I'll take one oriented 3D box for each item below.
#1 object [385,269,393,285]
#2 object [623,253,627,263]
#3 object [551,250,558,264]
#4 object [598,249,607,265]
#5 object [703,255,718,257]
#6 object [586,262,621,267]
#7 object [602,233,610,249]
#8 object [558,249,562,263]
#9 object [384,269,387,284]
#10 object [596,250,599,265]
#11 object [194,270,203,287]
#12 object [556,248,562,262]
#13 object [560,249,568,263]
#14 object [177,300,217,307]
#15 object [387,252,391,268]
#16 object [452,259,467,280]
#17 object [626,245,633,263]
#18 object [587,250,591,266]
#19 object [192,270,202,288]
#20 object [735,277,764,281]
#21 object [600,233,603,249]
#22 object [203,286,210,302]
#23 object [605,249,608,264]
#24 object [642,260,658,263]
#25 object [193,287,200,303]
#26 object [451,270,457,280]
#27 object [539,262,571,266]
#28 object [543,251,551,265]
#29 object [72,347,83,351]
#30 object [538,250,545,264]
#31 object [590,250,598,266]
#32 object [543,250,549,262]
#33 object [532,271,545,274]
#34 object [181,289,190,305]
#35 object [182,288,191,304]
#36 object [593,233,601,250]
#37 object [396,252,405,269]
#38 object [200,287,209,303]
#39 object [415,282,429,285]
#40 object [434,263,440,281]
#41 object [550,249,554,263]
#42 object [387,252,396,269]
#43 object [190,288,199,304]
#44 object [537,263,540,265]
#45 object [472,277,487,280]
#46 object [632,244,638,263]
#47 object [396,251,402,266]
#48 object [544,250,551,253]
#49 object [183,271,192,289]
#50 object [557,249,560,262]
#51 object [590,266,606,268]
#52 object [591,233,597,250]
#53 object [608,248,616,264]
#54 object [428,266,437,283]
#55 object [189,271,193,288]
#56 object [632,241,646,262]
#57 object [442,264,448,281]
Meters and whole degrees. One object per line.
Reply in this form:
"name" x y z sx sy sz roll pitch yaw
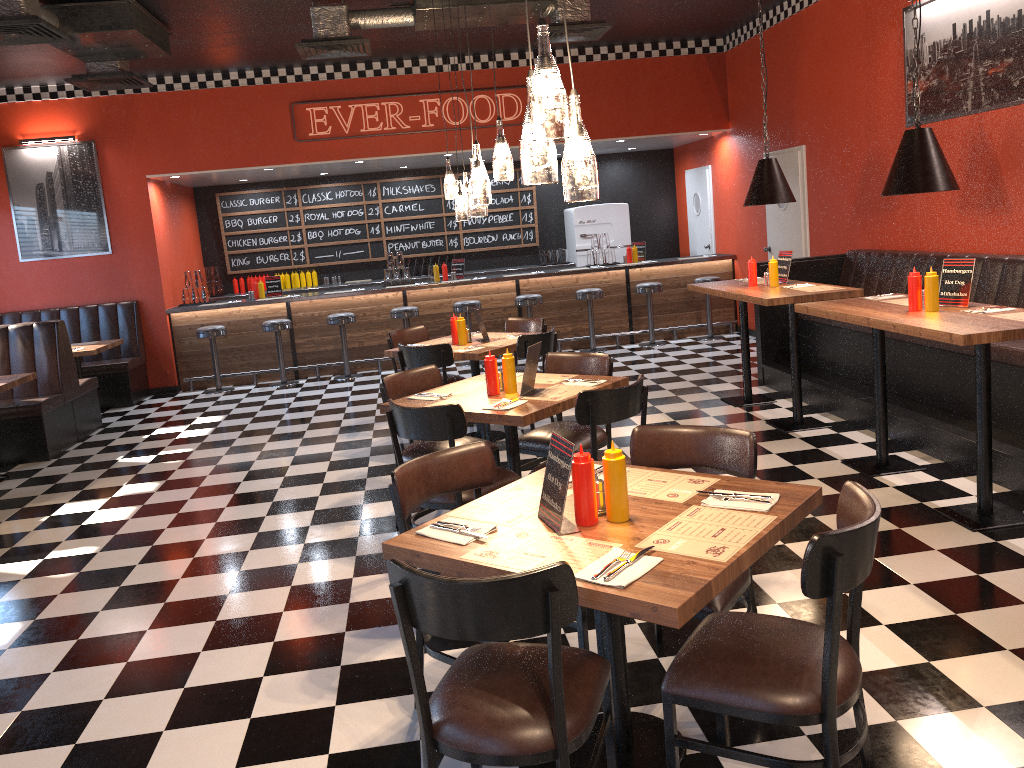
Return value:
"object" -1.564 -1.347 11.228 0.105 0.207 0.106 2 11 38
"object" 1.498 -1.647 11.581 0.094 0.135 0.047 -7 8 -11
"object" 0.621 -1.831 12.809 0.105 0.207 0.106 2 11 38
"object" 1.175 -1.647 11.524 0.105 0.207 0.106 2 11 38
"object" 2.566 -1.666 11.482 0.157 0.019 0.257 -4 10 4
"object" 1.192 -1.564 11.599 0.437 0.018 0.274 -6 10 -6
"object" 1.216 -1.858 11.501 0.105 0.207 0.106 2 11 38
"object" 0.732 -1.854 12.884 0.105 0.207 0.106 2 11 38
"object" -1.591 -1.364 11.335 0.105 0.207 0.106 2 11 38
"object" 1.154 -1.665 11.631 0.105 0.207 0.106 2 11 38
"object" -3.910 -1.314 11.038 0.105 0.207 0.106 -8 9 -21
"object" 0.714 -1.915 13.224 0.105 0.207 0.106 2 11 38
"object" 0.753 -1.836 12.772 0.105 0.207 0.106 2 11 38
"object" -3.915 -1.001 11.026 0.437 0.018 0.274 -6 10 -6
"object" -1.547 -1.572 11.294 0.105 0.207 0.106 2 11 38
"object" -0.690 -1.464 11.313 0.188 0.255 0.073 0 9 28
"object" 1.521 -1.683 11.481 0.068 0.236 0.068 -1 9 24
"object" 1.039 -1.654 11.630 0.105 0.207 0.106 2 11 38
"object" -3.891 -1.295 10.929 0.105 0.207 0.106 -8 9 -21
"object" 2.009 -0.895 7.546 0.255 0.019 0.158 -7 10 -9
"object" 1.196 -1.876 11.611 0.105 0.207 0.106 2 11 38
"object" -3.835 -1.115 11.072 0.105 0.207 0.106 -8 9 -21
"object" 1.271 -1.678 11.645 0.105 0.207 0.106 2 11 38
"object" 1.763 -1.577 11.392 0.157 0.019 0.256 -7 11 -11
"object" -3.952 -1.102 11.058 0.105 0.207 0.106 -8 9 -21
"object" -0.741 -1.382 11.232 0.094 0.135 0.047 3 12 43
"object" 0.630 -1.742 12.849 0.437 0.018 0.274 -6 10 -6
"object" 0.508 -1.809 12.748 0.105 0.207 0.106 2 11 38
"object" -4.454 -0.356 9.015 0.157 0.019 0.256 -6 10 -7
"object" 0.446 -1.879 13.161 0.105 0.207 0.106 2 11 38
"object" 1.066 -1.637 11.522 0.105 0.207 0.106 2 11 38
"object" 0.506 -1.829 12.856 0.105 0.207 0.106 2 11 38
"object" 0.331 -1.414 11.200 0.157 0.019 0.256 -6 10 -5
"object" -4.041 -1.074 10.950 0.105 0.207 0.106 -8 9 -21
"object" -4.068 -1.092 11.058 0.105 0.207 0.106 -8 9 -21
"object" 1.098 -1.847 11.500 0.105 0.207 0.106 2 11 38
"object" -1.414 -1.568 11.206 0.105 0.207 0.106 2 11 38
"object" -3.810 -1.097 10.958 0.105 0.207 0.106 -8 9 -21
"object" -1.126 -1.251 11.025 0.157 0.019 0.256 -7 10 -10
"object" -0.964 -1.428 11.304 0.068 0.236 0.068 -4 8 6
"object" 0.585 -1.897 13.187 0.105 0.207 0.106 2 11 38
"object" -1.532 -1.557 11.205 0.105 0.207 0.106 2 11 38
"object" -3.932 -1.084 10.952 0.105 0.207 0.106 -8 9 -21
"object" 0.585 -1.793 13.147 0.437 0.018 0.274 -6 10 -6
"object" -0.407 -1.326 11.080 0.157 0.019 0.257 -3 10 9
"object" 1.601 -1.699 11.528 0.068 0.236 0.068 -11 10 -37
"object" -1.433 -1.587 11.316 0.105 0.207 0.106 2 11 38
"object" 0.522 -1.868 13.063 0.105 0.207 0.106 2 11 38
"object" -4.009 -1.285 10.927 0.105 0.207 0.106 -8 9 -21
"object" 0.723 -1.893 13.099 0.105 0.207 0.106 2 11 38
"object" 1.091 -1.498 11.289 0.157 0.019 0.256 -7 10 -10
"object" 1.082 -1.862 11.589 0.105 0.207 0.106 2 11 38
"object" 1.297 -1.659 11.531 0.105 0.207 0.106 2 11 38
"object" -0.996 -1.382 11.148 0.105 0.207 0.106 2 11 38
"object" -4.024 -1.300 11.016 0.105 0.207 0.106 -8 9 -21
"object" 1.666 -1.737 11.651 0.188 0.255 0.073 0 9 28
"object" -0.856 -1.434 11.283 0.068 0.236 0.068 -4 8 6
